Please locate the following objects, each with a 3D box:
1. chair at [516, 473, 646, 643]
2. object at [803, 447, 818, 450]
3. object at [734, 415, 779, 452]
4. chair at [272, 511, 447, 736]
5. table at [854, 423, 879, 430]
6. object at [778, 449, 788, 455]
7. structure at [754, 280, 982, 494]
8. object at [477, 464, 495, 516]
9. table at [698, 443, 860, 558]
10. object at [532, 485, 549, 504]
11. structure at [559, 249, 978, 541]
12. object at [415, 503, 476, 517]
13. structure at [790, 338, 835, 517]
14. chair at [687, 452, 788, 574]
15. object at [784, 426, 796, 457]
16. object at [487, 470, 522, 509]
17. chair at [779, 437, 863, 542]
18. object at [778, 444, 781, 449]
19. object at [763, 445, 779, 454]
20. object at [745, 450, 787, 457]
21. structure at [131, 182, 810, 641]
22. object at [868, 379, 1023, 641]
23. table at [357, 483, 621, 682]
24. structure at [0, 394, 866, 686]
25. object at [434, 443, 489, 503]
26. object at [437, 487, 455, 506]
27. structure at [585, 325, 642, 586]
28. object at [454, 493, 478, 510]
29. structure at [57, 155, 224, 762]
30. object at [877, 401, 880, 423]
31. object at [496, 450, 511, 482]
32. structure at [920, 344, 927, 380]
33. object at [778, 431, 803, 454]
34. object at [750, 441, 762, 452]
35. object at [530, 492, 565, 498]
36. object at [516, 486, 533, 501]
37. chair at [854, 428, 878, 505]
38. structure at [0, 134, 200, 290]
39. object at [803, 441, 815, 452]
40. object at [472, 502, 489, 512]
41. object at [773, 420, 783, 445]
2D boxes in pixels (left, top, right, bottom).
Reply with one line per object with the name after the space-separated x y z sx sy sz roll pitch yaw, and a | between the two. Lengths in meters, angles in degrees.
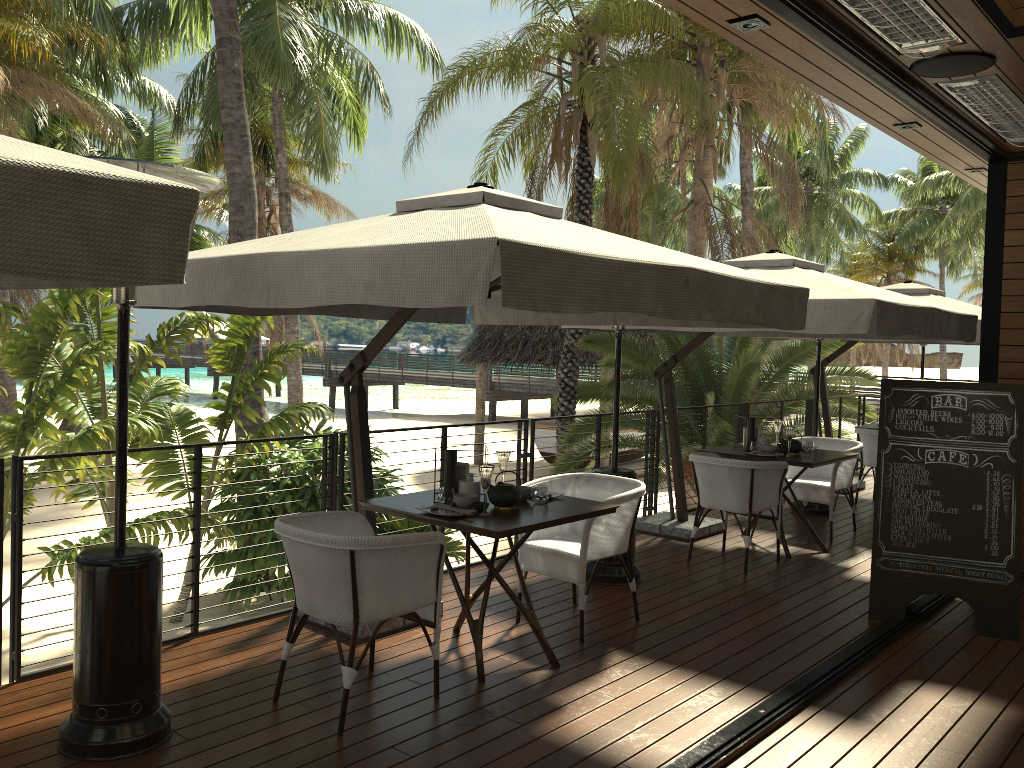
0.400 0.935 4.970 0.628 0.788 0.617 4 3 42 | chair
2.317 0.514 7.219 0.295 0.025 0.170 4 4 41 | object
1.943 0.392 7.064 0.263 0.264 0.263 2 2 -4 | object
-0.670 0.962 3.764 0.628 0.788 0.617 4 3 42 | chair
4.298 0.847 9.549 0.932 0.749 0.931 4 3 41 | table
2.057 0.522 6.734 0.080 0.042 0.080 3 3 32 | object
4.219 0.057 9.527 2.415 2.331 2.414 4 3 41 | structure
-0.122 0.490 4.091 0.082 0.227 0.082 3 2 30 | object
2.090 0.906 6.982 0.932 0.749 0.931 4 3 41 | table
0.142 0.554 4.445 0.086 0.086 0.086 -1 3 -45 | object
2.017 0.117 6.966 2.415 2.331 2.414 4 3 41 | structure
-0.288 0.589 4.085 0.295 0.025 0.170 4 4 41 | object
2.909 0.135 8.459 0.699 2.191 0.699 3 2 28 | structure
1.605 0.901 6.409 0.628 0.788 0.617 4 3 42 | chair
2.082 0.431 6.654 0.082 0.227 0.082 3 2 42 | object
-0.035 0.509 4.305 0.163 0.179 0.168 4 3 43 | object
2.637 0.875 7.571 0.628 0.788 0.617 4 3 42 | chair
2.174 0.506 7.132 0.080 0.042 0.080 3 3 32 | object
1.982 0.505 6.797 0.116 0.065 0.116 4 4 45 | object
1.916 0.530 6.648 0.295 0.025 0.170 4 4 41 | object
-0.185 0.176 4.406 2.415 2.331 2.414 4 3 41 | structure
2.605 0.680 5.328 0.769 1.396 0.772 3 2 25 | object
-0.118 0.965 4.414 0.932 0.749 0.931 4 3 41 | table
-3.885 0.938 1.848 0.163 1.152 26.270 3 3 41 | structure
-0.260 0.451 4.502 0.263 0.264 0.263 2 2 -4 | object
-0.318 0.547 4.290 0.086 0.086 0.086 -1 3 -45 | object
0.693 0.194 5.882 0.699 2.191 0.699 3 2 28 | structure
-0.222 0.564 4.235 0.116 0.065 0.116 4 3 39 | object
-1.479 0.252 3.357 0.699 2.191 0.699 3 2 28 | structure
4.168 0.332 9.650 0.263 0.264 0.263 2 2 -4 | object
-0.047 0.465 4.643 0.082 0.227 0.082 3 2 42 | object
5.065 0.077 10.966 0.699 2.191 0.699 3 2 28 | structure
2.169 0.449 6.871 0.168 0.179 0.163 3 3 39 | object
1.886 0.488 6.853 0.086 0.086 0.086 -1 3 -45 | object
0.113 0.573 4.656 0.295 0.025 0.170 4 4 41 | object
0.047 0.559 4.505 0.116 0.065 0.116 4 3 39 | object
3.793 0.842 8.953 0.628 0.788 0.617 4 3 42 | chair
-2.387 0.235 1.846 2.415 2.331 2.414 4 3 41 | structure
2.346 0.494 7.008 0.086 0.086 0.086 -1 3 -45 | object
-0.147 0.581 4.172 0.080 0.042 0.080 2 3 2 | object
2.157 0.406 7.205 0.082 0.227 0.082 3 2 42 | object
